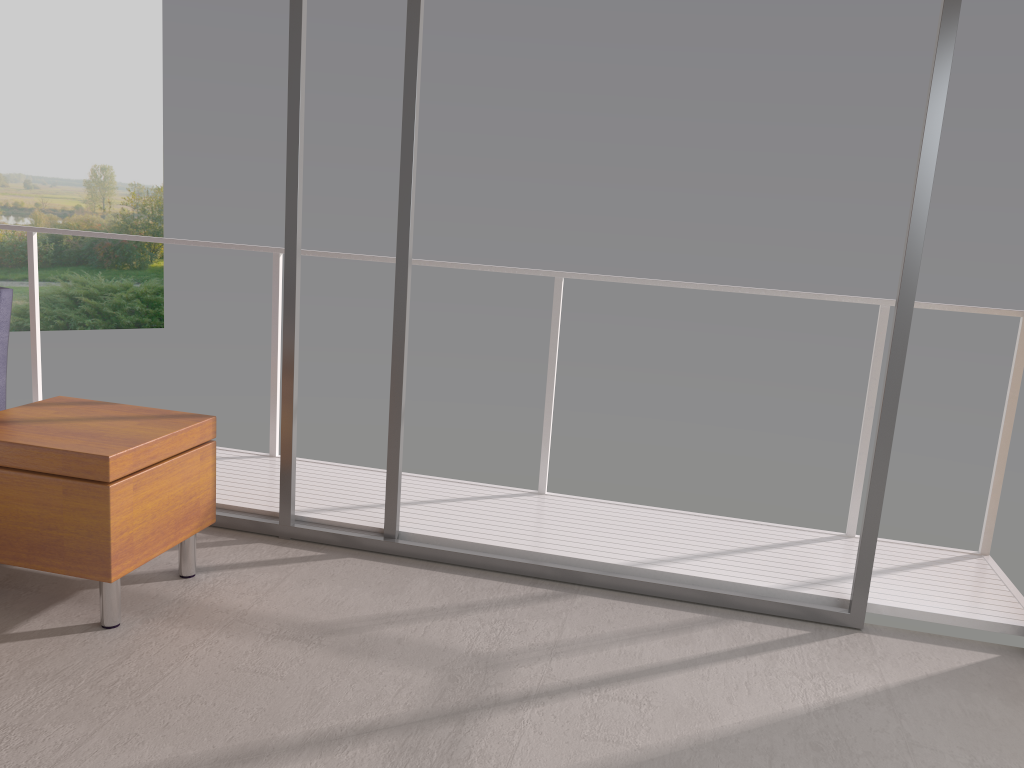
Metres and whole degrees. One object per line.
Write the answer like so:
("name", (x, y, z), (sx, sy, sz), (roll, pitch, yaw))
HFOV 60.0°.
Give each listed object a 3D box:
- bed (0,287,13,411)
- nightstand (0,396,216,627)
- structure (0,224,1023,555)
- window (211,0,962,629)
("bed", (-2.906, 0.222, 2.249), (2.017, 0.959, 2.462), (6, 11, 12))
("nightstand", (-1.406, 0.396, 2.910), (0.628, 0.556, 0.562), (6, 11, 12))
("structure", (-1.813, -0.153, 4.027), (7.689, 1.005, 0.728), (6, 11, 12))
("window", (-1.647, -1.026, 3.413), (6.106, 3.133, 0.075), (6, 11, 12))
